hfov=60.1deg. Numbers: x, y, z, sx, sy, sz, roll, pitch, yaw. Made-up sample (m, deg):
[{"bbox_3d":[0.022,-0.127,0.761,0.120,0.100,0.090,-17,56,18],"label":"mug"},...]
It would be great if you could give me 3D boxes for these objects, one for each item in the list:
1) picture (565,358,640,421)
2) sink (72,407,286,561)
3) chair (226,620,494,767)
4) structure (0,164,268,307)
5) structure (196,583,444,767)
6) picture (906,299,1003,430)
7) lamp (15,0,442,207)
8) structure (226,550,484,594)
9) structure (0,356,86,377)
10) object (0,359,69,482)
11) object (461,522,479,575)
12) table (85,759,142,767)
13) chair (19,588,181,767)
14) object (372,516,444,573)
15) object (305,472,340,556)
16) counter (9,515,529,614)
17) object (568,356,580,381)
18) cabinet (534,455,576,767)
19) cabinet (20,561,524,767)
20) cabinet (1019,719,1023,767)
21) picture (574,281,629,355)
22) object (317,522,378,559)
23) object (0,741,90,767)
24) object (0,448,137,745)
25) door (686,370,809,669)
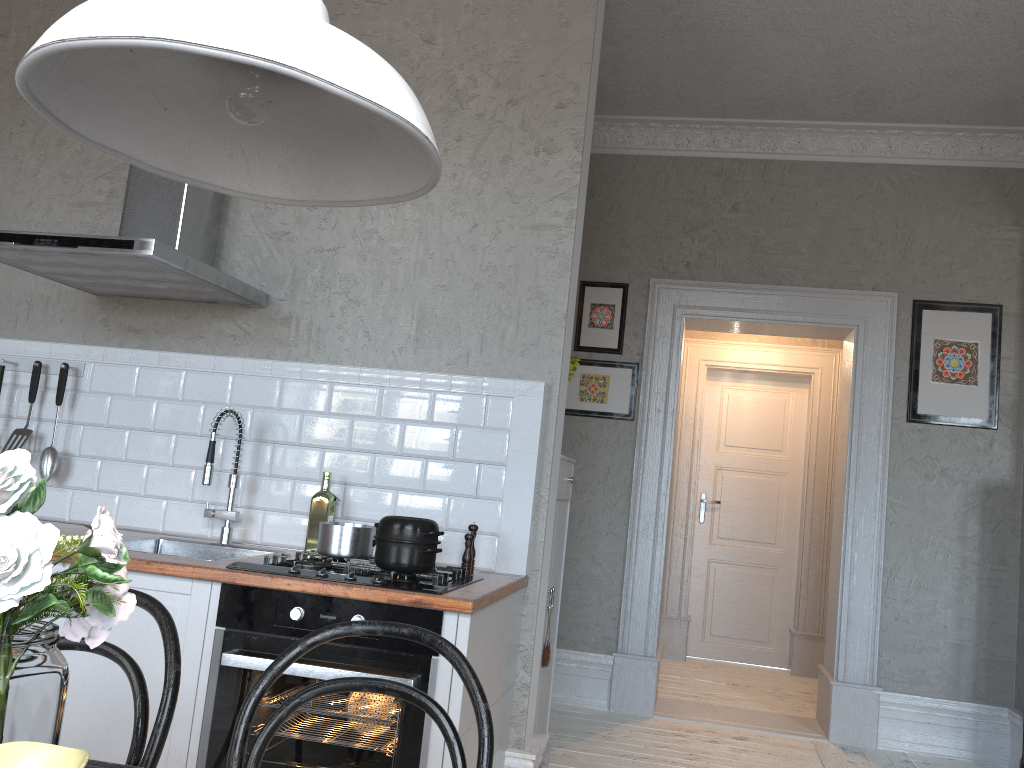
[{"bbox_3d":[0.469,0.026,5.055,0.485,0.331,0.014,5,-7,10],"label":"picture"},{"bbox_3d":[-1.021,0.415,2.842,0.482,0.721,0.532,5,-7,11],"label":"sink"},{"bbox_3d":[-0.274,0.810,1.132,0.435,0.921,0.552,5,-7,9],"label":"chair"},{"bbox_3d":[-1.247,-1.146,3.096,0.706,1.596,0.718,5,-7,11],"label":"structure"},{"bbox_3d":[-0.457,0.902,2.566,0.617,0.623,0.623,5,-7,11],"label":"structure"},{"bbox_3d":[2.381,-0.109,4.764,0.455,0.678,0.020,5,-7,10],"label":"picture"},{"bbox_3d":[-0.161,-1.144,0.956,0.387,1.859,0.371,12,-9,-41],"label":"lamp"},{"bbox_3d":[-0.429,0.538,2.583,0.601,0.031,0.500,5,-7,11],"label":"structure"},{"bbox_3d":[-2.145,-0.100,3.386,1.077,0.053,0.095,5,-7,10],"label":"structure"},{"bbox_3d":[-1.793,0.128,3.249,0.326,0.443,0.082,5,-7,10],"label":"object"},{"bbox_3d":[-0.137,0.531,2.872,0.035,0.167,0.073,5,-7,12],"label":"object"},{"bbox_3d":[-0.910,0.799,0.771,1.905,0.735,0.911,5,-7,10],"label":"table"},{"bbox_3d":[-0.796,0.767,1.218,0.432,0.921,0.556,4,-7,19],"label":"chair"},{"bbox_3d":[-0.296,0.451,2.495,0.194,0.147,0.189,7,-7,-9],"label":"object"},{"bbox_3d":[-0.636,0.443,3.029,0.081,0.282,0.090,5,-7,11],"label":"object"},{"bbox_3d":[-1.911,0.328,1.753,3.364,0.039,3.184,5,-7,11],"label":"counter"},{"bbox_3d":[0.095,0.023,3.811,0.333,0.553,0.303,-1,-9,45],"label":"object"},{"bbox_3d":[-0.021,0.915,3.522,0.381,1.298,0.671,5,-7,12],"label":"cabinet"},{"bbox_3d":[-2.007,0.782,2.173,4.278,0.855,1.948,10,-8,-33],"label":"cabinet"},{"bbox_3d":[2.716,1.165,4.058,0.613,1.472,0.350,5,-7,10],"label":"cabinet"},{"bbox_3d":[0.515,-0.384,5.103,0.280,0.417,0.012,5,-7,10],"label":"picture"},{"bbox_3d":[-0.465,0.476,2.796,0.171,0.134,0.310,-1,-9,45],"label":"object"},{"bbox_3d":[-0.406,0.384,0.682,0.138,0.170,0.147,9,-7,-27],"label":"object"},{"bbox_3d":[-0.544,0.278,0.965,0.250,0.414,0.313,5,-7,10],"label":"object"},{"bbox_3d":[1.797,0.999,6.741,0.798,2.193,0.080,5,-7,9],"label":"door"}]
